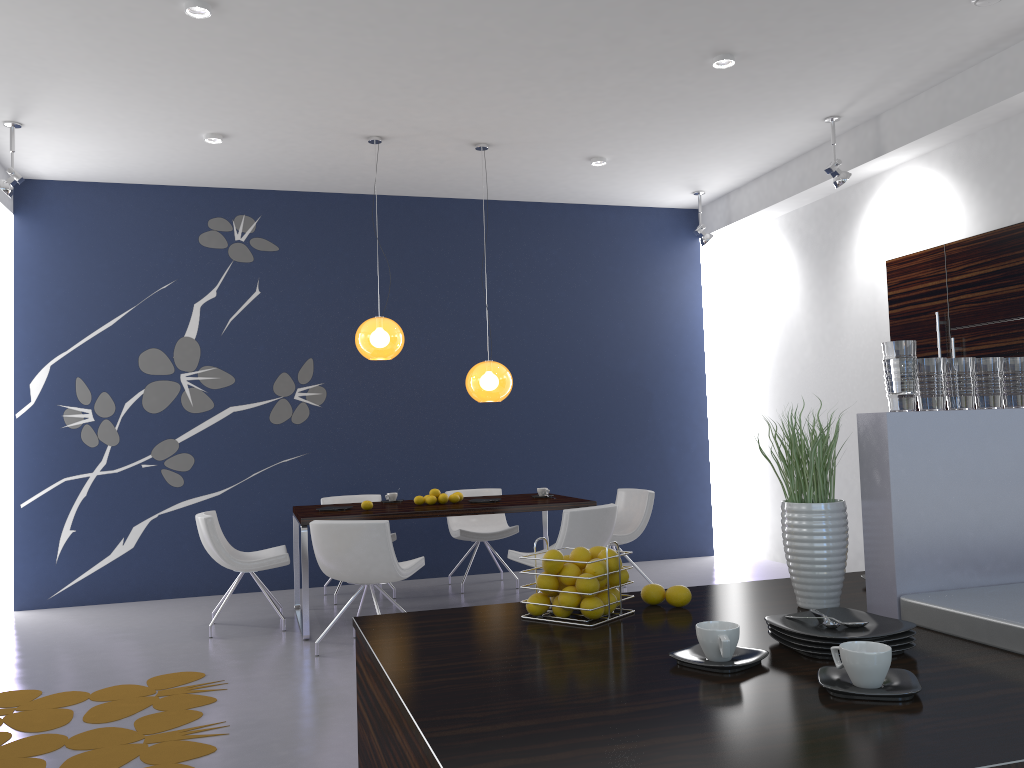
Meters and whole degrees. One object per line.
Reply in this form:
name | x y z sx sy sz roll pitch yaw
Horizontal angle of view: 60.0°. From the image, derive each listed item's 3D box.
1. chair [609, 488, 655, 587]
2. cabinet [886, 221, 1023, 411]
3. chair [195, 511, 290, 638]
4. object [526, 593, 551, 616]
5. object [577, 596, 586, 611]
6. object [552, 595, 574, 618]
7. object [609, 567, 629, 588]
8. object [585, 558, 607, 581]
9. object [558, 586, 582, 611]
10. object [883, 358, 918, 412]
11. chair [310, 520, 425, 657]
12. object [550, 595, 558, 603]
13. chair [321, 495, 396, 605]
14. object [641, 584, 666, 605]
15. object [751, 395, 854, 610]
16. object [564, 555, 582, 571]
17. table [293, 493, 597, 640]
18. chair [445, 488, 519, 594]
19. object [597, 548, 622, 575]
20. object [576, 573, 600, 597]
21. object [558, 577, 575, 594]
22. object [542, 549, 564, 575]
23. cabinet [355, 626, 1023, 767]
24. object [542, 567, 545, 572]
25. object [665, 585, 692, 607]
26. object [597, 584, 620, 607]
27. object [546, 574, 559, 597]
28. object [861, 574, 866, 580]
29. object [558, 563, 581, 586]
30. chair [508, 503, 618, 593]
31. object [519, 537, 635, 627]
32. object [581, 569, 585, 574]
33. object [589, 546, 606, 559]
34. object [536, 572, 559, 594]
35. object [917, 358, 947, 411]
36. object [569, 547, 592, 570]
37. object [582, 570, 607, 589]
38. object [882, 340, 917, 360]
chair | 0.798 1.244 6.965 0.620 0.805 0.508 -1 -3 -22
cabinet | 3.666 0.191 5.035 0.669 2.500 3.600 -1 -3 -17
chair | -1.868 1.288 6.170 0.620 0.805 0.508 -1 -3 -17
object | 0.061 0.510 2.055 0.053 0.052 0.062 -3 -3 23
object | 0.168 0.501 2.074 0.057 0.060 0.052 -1 -3 -11
object | 0.119 0.510 2.041 0.050 0.055 0.061 -4 -4 29
object | 0.243 0.451 2.079 0.063 0.051 0.053 -5 -4 42
object | 0.194 0.422 2.014 0.053 0.051 0.063 -4 -4 29
object | 0.131 0.483 2.002 0.052 0.053 0.062 -3 -3 20
object | 0.875 0.004 1.994 0.072 0.119 0.071 -3 -3 23
chair | -0.884 1.213 5.421 0.508 0.805 0.620 -3 -3 18
object | 0.117 0.513 2.122 0.051 0.053 0.063 -1 -3 -9
chair | -1.262 1.328 7.244 0.508 0.805 0.620 -1 -3 -22
object | 0.344 0.511 2.156 0.063 0.051 0.053 -1 -3 -13
object | 0.689 0.271 2.103 0.247 0.502 0.269 -3 -4 26
object | 0.142 0.438 2.136 0.061 0.052 0.053 -2 -3 -3
table | -0.525 1.274 6.516 2.046 0.783 1.127 -1 -3 -17
chair | -0.266 1.311 7.540 0.508 0.805 0.620 -1 -3 -17
object | 0.227 0.411 2.057 0.052 0.060 0.057 0 -4 -28
object | 0.168 0.450 1.980 0.053 0.055 0.060 -4 -4 27
object | 0.124 0.471 2.091 0.051 0.053 0.062 -1 -3 -9
object | 0.094 0.409 2.034 0.050 0.060 0.059 -1 -3 -17
cabinet | 1.391 0.920 1.965 3.285 0.852 1.377 -1 -3 -17
object | 0.096 0.426 2.100 0.051 0.053 0.063 -2 -3 -4
object | 0.397 0.507 2.121 0.063 0.051 0.053 -5 -4 42
object | 0.229 0.500 2.088 0.060 0.057 0.052 -1 -3 -15
object | 0.096 0.476 2.103 0.061 0.055 0.051 1 -4 -37
object | 1.043 0.511 2.285 0.232 0.020 0.232 -1 -3 -8
object | 0.133 0.438 2.038 0.055 0.051 0.061 -1 -3 -22
chair | 0.365 1.192 5.782 0.620 0.805 0.508 -5 -4 43
object | 0.151 0.450 2.067 0.207 0.174 0.189 -4 -4 38
object | 0.190 0.457 2.111 0.062 0.053 0.052 1 -5 -45
object | 0.209 0.411 2.107 0.063 0.051 0.053 -4 -4 31
object | 0.082 0.459 2.046 0.053 0.054 0.061 -4 -4 29
object | 0.953 0.002 2.017 0.072 0.119 0.071 -3 -3 23
object | 0.160 0.407 2.073 0.051 0.053 0.063 -1 -3 -15
object | 0.191 0.450 2.055 0.064 0.053 0.051 -1 -3 -14
object | 0.874 -0.035 1.996 0.072 0.119 0.071 -3 -3 23
